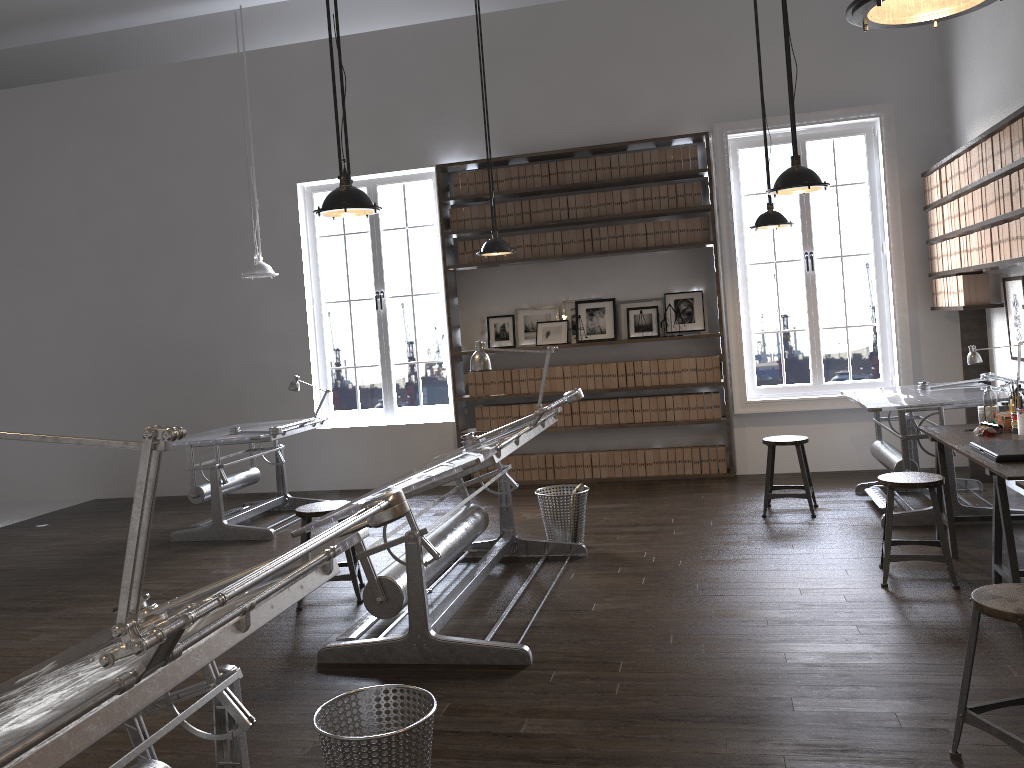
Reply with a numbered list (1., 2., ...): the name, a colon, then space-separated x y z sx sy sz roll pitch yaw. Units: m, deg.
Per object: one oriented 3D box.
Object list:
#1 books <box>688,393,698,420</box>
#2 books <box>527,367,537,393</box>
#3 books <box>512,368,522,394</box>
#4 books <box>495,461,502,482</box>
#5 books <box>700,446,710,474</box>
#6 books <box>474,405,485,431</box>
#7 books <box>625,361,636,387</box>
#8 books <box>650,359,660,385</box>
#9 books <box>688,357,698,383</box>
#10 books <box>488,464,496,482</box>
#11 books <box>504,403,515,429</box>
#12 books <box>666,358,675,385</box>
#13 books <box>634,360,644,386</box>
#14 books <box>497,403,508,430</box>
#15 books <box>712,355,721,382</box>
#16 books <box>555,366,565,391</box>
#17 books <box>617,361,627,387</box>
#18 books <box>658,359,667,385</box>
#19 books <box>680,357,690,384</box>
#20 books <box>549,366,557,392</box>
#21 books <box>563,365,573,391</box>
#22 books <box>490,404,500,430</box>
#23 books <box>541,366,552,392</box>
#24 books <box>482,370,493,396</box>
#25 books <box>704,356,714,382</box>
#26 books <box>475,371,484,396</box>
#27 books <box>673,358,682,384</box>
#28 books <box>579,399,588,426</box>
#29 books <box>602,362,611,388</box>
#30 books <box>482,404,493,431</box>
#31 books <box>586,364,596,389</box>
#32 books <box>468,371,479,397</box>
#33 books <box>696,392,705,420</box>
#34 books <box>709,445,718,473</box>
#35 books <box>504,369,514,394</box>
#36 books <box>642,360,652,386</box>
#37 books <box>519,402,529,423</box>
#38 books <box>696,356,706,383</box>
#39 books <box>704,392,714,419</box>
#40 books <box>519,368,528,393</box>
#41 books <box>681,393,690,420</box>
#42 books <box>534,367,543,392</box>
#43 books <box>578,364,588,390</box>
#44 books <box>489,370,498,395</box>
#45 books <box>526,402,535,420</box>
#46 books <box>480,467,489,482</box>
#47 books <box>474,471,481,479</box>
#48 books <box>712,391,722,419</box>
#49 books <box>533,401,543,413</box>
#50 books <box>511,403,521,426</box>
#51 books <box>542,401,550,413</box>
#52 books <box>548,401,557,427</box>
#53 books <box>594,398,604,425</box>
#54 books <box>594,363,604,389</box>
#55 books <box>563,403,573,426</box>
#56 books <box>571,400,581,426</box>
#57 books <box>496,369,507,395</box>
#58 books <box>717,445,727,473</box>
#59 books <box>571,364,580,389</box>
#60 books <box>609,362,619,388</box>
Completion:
1. books: 1.613 0.198 7.897 0.067 0.225 0.175 -4 2 13
2. books: 0.194 -0.035 8.218 0.066 0.225 0.175 -4 2 13
3. books: 0.056 -0.027 8.250 0.066 0.225 0.175 -4 2 13
4. books: -0.105 0.789 8.306 0.066 0.225 0.175 -4 2 13
5. books: 1.719 0.674 7.888 0.067 0.225 0.175 -4 2 13
6. books: -0.291 0.318 8.331 0.067 0.225 0.175 -4 2 13
7. books: 1.076 -0.091 8.012 0.067 0.225 0.175 -4 2 13
8. books: 1.288 -0.104 7.969 0.066 0.225 0.175 -4 2 13
9. books: 1.612 -0.124 7.890 0.067 0.225 0.175 -4 2 13
10. books: -0.176 0.793 8.320 0.067 0.225 0.175 -4 2 13
11. books: -0.014 0.300 8.273 0.066 0.225 0.175 -4 2 13
12. books: 1.421 -0.112 7.932 0.067 0.225 0.175 -4 2 13
13. books: 1.150 -0.096 8.001 0.066 0.225 0.175 -4 2 13
14. books: -0.081 0.304 8.291 0.066 0.225 0.175 -4 2 13
15. books: 1.811 -0.137 7.843 0.067 0.225 0.175 -4 2 13
16. books: 0.454 -0.051 8.156 0.066 0.225 0.175 -4 2 13
17. books: 1.005 -0.086 8.034 0.066 0.225 0.175 -4 2 13
18. books: 1.357 -0.109 7.953 0.066 0.225 0.175 -4 2 13
19. books: 1.548 -0.120 7.906 0.066 0.225 0.175 -4 2 13
20. books: 0.393 -0.048 8.171 0.066 0.225 0.175 -4 2 13
21. books: 0.524 -0.056 8.138 0.067 0.225 0.175 -4 2 13
22. books: -0.150 0.309 8.302 0.066 0.225 0.175 -4 2 13
23. books: 0.327 -0.043 8.182 0.067 0.225 0.175 -4 2 13
24. books: -0.216 -0.009 8.305 0.067 0.225 0.175 -4 2 13
25. books: 1.749 -0.133 7.864 0.066 0.225 0.175 -4 2 13
26. books: -0.286 -0.005 8.321 0.066 0.225 0.175 -4 2 13
27. books: 1.487 -0.117 7.922 0.066 0.225 0.175 -4 2 13
28. books: 0.669 0.257 8.119 0.066 0.225 0.175 -4 2 13
29. books: 0.868 -0.077 8.058 0.067 0.225 0.175 -4 2 13
30. books: -0.221 0.314 8.315 0.066 0.225 0.175 -4 2 13
31. books: 0.728 -0.069 8.093 0.066 0.225 0.175 -4 2 13
32. books: -0.356 -0.001 8.341 0.066 0.225 0.175 -4 2 13
33. books: 1.680 0.194 7.888 0.066 0.225 0.175 -4 2 13
34. books: 1.792 0.669 7.877 0.066 0.225 0.175 -4 2 13
35. books: -0.018 -0.022 8.261 0.067 0.225 0.175 -4 2 13
36. books: 1.218 -0.100 7.980 0.066 0.225 0.175 -4 2 13
37. books: 0.125 0.292 8.240 0.066 0.225 0.175 -4 2 13
38. books: 1.681 -0.129 7.878 0.066 0.225 0.175 -4 2 13
39. books: 1.749 0.189 7.872 0.066 0.225 0.175 -4 2 13
40. books: 0.124 -0.031 8.230 0.066 0.225 0.175 -4 2 13
41. books: 1.549 0.202 7.917 0.066 0.225 0.175 -4 2 13
42. books: 0.263 -0.040 8.202 0.066 0.225 0.175 -4 2 13
43. books: 0.661 -0.065 8.113 0.066 0.225 0.175 -4 2 13
44. books: -0.154 -0.013 8.295 0.066 0.225 0.175 -4 2 13
45. books: 0.186 0.288 8.227 0.066 0.225 0.175 -4 2 13
46. books: -0.244 0.797 8.339 0.066 0.225 0.175 -4 2 13
47. books: -0.311 0.802 8.357 0.066 0.225 0.175 -4 2 13
48. books: 1.817 0.185 7.853 0.066 0.225 0.175 -4 2 13
49. books: 0.250 0.284 8.208 0.067 0.225 0.175 -4 2 13
50. books: 0.054 0.296 8.254 0.067 0.225 0.175 -4 2 13
51. books: 0.317 0.280 8.199 0.066 0.225 0.175 -4 2 13
52. books: 0.386 0.275 8.183 0.066 0.225 0.175 -4 2 13
53. books: 0.803 0.249 8.085 0.066 0.225 0.175 -4 2 13
54. books: 0.798 -0.073 8.074 0.066 0.225 0.175 -4 2 13
55. books: 0.524 0.266 8.152 0.066 0.225 0.175 -4 2 13
56. books: 0.596 0.262 8.130 0.067 0.225 0.175 -4 2 13
57. books: -0.089 -0.018 8.283 0.066 0.225 0.175 -4 2 13
58. books: 1.865 0.665 7.857 0.066 0.225 0.175 -4 2 13
59. books: 0.593 -0.060 8.126 0.066 0.225 0.175 -4 2 13
60. books: 0.931 -0.082 8.048 0.066 0.225 0.175 -4 2 13
